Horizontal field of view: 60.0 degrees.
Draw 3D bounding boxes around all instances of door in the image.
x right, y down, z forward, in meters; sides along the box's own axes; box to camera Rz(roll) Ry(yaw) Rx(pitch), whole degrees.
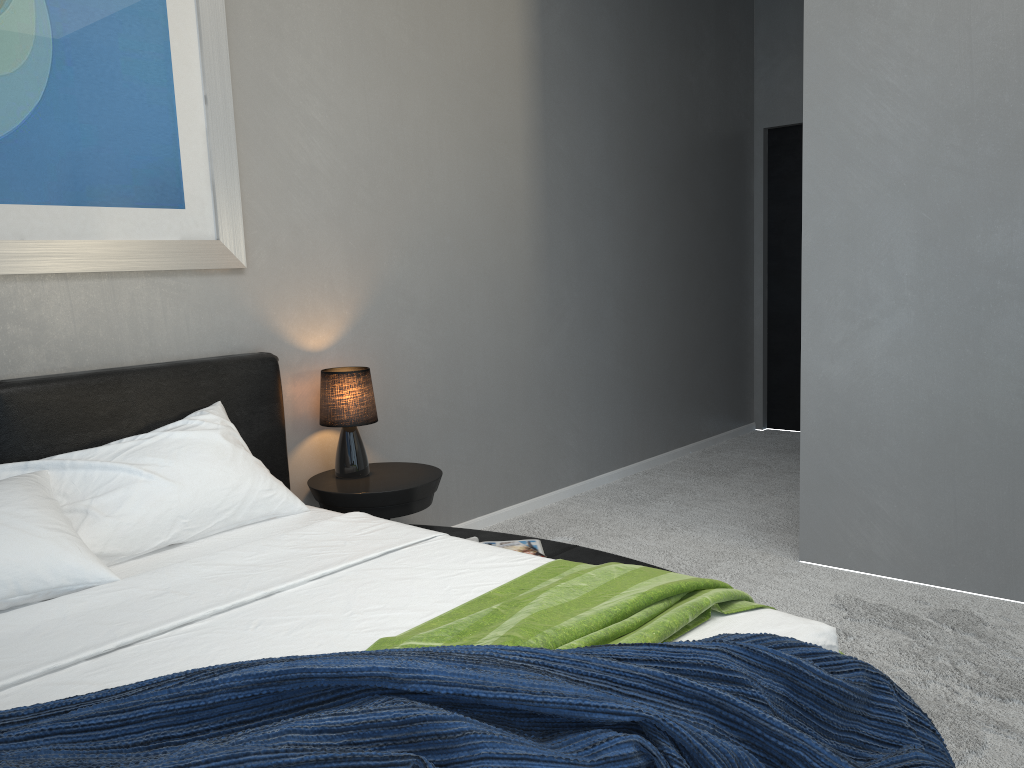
[{"bbox_3d":[2.244,-0.614,5.288,0.677,2.057,1.821,-4,8,-9],"label":"door"}]

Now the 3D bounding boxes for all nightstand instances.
[{"bbox_3d":[-0.497,0.561,3.324,0.496,0.441,0.495,-5,8,-20],"label":"nightstand"}]

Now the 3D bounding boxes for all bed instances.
[{"bbox_3d":[-0.520,0.522,1.707,2.614,0.937,2.749,4,10,40],"label":"bed"}]

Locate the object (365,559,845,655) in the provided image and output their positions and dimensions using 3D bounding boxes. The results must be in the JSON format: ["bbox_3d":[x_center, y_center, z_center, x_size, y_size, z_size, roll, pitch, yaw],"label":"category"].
[{"bbox_3d":[-0.159,0.621,1.407,0.645,0.343,2.297,4,10,40],"label":"object"}]

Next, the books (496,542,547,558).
[{"bbox_3d":[0.007,0.535,2.783,0.133,0.012,0.188,-6,8,-27],"label":"books"}]

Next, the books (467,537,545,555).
[{"bbox_3d":[-0.094,0.532,2.792,0.395,0.040,0.300,-3,7,-3],"label":"books"}]

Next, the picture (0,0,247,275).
[{"bbox_3d":[-1.543,-0.989,2.311,0.025,1.405,1.796,5,11,40],"label":"picture"}]

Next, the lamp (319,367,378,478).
[{"bbox_3d":[-0.607,0.143,3.301,0.219,0.401,0.208,1,9,21],"label":"lamp"}]

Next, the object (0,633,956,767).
[{"bbox_3d":[-0.187,0.703,1.232,2.153,0.570,0.683,-3,8,-7],"label":"object"}]
